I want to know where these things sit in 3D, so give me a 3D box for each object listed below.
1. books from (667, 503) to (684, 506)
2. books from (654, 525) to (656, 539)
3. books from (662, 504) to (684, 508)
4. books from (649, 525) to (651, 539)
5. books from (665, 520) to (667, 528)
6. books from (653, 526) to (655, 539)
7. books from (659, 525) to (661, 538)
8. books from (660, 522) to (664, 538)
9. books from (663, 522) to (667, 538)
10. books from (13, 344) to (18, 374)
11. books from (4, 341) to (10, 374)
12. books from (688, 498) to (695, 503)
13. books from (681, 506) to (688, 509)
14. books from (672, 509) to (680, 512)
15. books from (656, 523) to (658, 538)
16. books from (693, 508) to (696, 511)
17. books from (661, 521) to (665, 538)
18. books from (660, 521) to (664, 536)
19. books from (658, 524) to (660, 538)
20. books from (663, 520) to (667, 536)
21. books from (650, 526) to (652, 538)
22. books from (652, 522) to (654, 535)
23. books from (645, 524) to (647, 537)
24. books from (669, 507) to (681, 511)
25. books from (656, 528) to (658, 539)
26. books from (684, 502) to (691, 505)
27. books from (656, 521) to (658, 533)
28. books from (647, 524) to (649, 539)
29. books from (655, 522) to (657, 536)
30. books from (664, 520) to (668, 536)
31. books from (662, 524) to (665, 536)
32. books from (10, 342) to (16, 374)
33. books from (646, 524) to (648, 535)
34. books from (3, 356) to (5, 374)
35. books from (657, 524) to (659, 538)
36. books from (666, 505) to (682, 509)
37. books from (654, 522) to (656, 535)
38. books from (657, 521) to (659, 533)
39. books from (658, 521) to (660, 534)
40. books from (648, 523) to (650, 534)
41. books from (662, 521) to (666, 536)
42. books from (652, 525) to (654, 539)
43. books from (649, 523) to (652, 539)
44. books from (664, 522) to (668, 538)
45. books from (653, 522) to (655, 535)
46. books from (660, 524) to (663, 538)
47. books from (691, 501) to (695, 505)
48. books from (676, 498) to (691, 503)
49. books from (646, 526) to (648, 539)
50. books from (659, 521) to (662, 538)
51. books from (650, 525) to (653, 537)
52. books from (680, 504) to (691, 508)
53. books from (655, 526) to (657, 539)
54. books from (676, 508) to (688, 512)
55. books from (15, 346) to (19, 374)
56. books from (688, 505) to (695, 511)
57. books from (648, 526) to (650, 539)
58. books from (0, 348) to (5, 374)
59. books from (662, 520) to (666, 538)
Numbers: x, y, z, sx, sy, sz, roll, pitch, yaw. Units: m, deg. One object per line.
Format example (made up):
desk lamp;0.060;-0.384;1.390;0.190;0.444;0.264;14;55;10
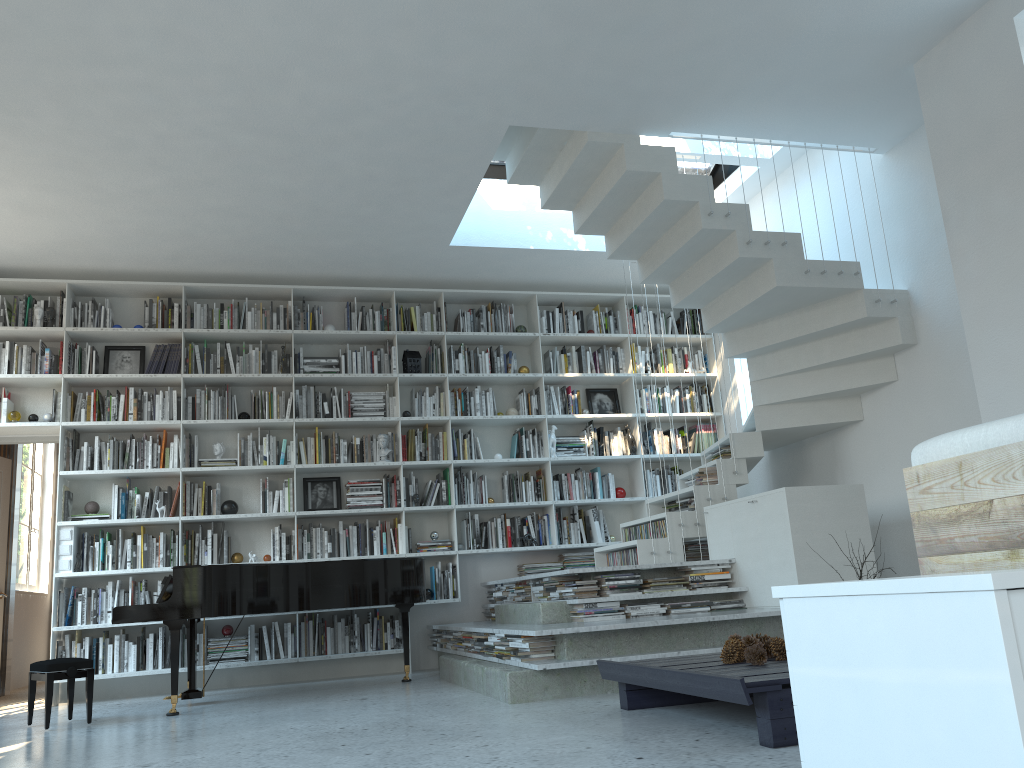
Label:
books;1.312;0.931;6.858;0.161;0.012;0.195;0;-14;-18
books;1.066;1.035;6.261;0.125;0.125;0.009;0;-13;-16
books;1.293;0.940;6.851;0.198;0.006;0.189;1;-14;-19
books;1.044;1.055;6.339;0.125;0.125;0.009;0;-13;-16
books;1.117;0.988;6.076;0.125;0.123;0.034;0;-14;-16
books;1.061;1.039;6.278;0.125;0.125;0.008;0;-13;-16
books;1.087;1.014;6.183;0.125;0.125;0.007;0;-13;-16
books;1.097;1.007;6.149;0.125;0.123;0.034;0;-14;-16
books;1.109;0.996;6.105;0.125;0.123;0.036;0;-14;-16
books;-3.769;-0.153;6.764;0.013;0.268;0.162;0;-14;-16
books;-3.819;-0.164;6.740;0.021;0.285;0.179;0;-14;-16
books;1.358;0.832;6.359;0.168;0.014;0.213;-5;-14;4
books;1.374;0.923;6.639;0.149;0.013;0.220;-2;-14;-11
books;1.327;0.978;6.851;0.132;0.010;0.198;-1;-14;-12
books;1.075;1.026;6.226;0.125;0.125;0.009;0;-13;-16
books;1.371;0.899;6.343;0.136;0.017;0.289;-6;-14;7
books;1.101;1.004;6.134;0.125;0.122;0.037;0;-14;-16
books;1.099;1.005;6.142;0.125;0.123;0.035;0;-14;-16
books;1.083;1.018;6.197;0.125;0.125;0.008;0;-13;-16
books;1.111;0.994;6.098;0.125;0.123;0.035;0;-14;-16
books;1.048;1.051;6.322;0.125;0.125;0.012;0;-13;-16
books;1.059;1.041;6.285;0.125;0.125;0.008;0;-13;-16
books;1.027;1.071;6.399;0.125;0.125;0.013;0;-13;-16
books;1.318;0.962;6.852;0.140;0.022;0.181;1;-15;-22
books;1.074;1.027;6.232;0.125;0.125;0.008;0;-13;-16
books;1.383;0.888;6.650;0.133;0.017;0.179;-1;-14;-12
books;1.077;1.024;6.219;0.125;0.125;0.010;0;-13;-16
books;1.035;1.064;6.371;0.125;0.125;0.009;0;-13;-16
books;1.072;1.029;6.239;0.125;0.125;0.008;0;-13;-16
books;1.115;0.990;6.083;0.125;0.123;0.036;0;-14;-16
books;1.103;1.001;6.127;0.125;0.123;0.034;0;-14;-16
books;-3.797;-0.162;6.767;0.037;0.291;0.156;0;-14;-16
books;1.032;1.066;6.381;0.125;0.125;0.011;0;-13;-16
books;-3.836;-0.123;6.743;0.010;0.208;0.165;0;-14;-16
books;1.079;1.022;6.212;0.125;0.125;0.010;0;-13;-16
books;1.311;0.948;6.854;0.159;0.009;0.208;1;-14;-20
books;1.068;1.033;6.253;0.125;0.125;0.007;0;-13;-16
books;1.081;1.020;6.204;0.125;0.125;0.008;0;-13;-16
books;1.085;1.016;6.190;0.125;0.125;0.008;0;-13;-16
books;1.041;1.058;6.347;0.125;0.125;0.013;0;-13;-16
books;1.107;0.998;6.112;0.125;0.123;0.035;0;-14;-16
books;1.057;1.043;6.292;0.125;0.125;0.007;0;-13;-16
books;1.046;1.054;6.332;0.125;0.125;0.007;0;-13;-16
books;1.113;0.992;6.091;0.125;0.123;0.034;0;-14;-16
books;1.063;1.037;6.269;0.125;0.125;0.010;0;-13;-16
books;1.092;1.010;6.167;0.125;0.125;0.011;0;-13;-16
books;1.371;0.851;6.354;0.141;0.028;0.223;-5;-14;3
books;1.358;0.873;6.647;0.177;0.014;0.194;1;-15;-21
books;1.029;1.069;6.390;0.125;0.125;0.009;0;-13;-16
books;1.089;1.013;6.176;0.125;0.125;0.008;0;-13;-16
books;1.051;1.049;6.313;0.125;0.125;0.018;0;-13;-16
books;1.359;0.911;6.638;0.189;0.012;0.156;-1;-14;-13
books;1.070;1.031;6.246;0.125;0.125;0.007;0;-13;-16
books;1.363;0.936;6.632;0.184;0.013;0.226;0;-14;-18
books;-3.757;-0.144;6.765;0.012;0.248;0.192;0;-14;-16
books;1.350;0.883;6.349;0.172;0.019;0.240;-6;-14;9
books;1.038;1.061;6.361;0.125;0.125;0.016;0;-13;-16
books;-3.856;-0.135;6.751;0.024;0.238;0.156;0;-14;-16
books;1.105;0.999;6.120;0.125;0.123;0.034;0;-14;-16
